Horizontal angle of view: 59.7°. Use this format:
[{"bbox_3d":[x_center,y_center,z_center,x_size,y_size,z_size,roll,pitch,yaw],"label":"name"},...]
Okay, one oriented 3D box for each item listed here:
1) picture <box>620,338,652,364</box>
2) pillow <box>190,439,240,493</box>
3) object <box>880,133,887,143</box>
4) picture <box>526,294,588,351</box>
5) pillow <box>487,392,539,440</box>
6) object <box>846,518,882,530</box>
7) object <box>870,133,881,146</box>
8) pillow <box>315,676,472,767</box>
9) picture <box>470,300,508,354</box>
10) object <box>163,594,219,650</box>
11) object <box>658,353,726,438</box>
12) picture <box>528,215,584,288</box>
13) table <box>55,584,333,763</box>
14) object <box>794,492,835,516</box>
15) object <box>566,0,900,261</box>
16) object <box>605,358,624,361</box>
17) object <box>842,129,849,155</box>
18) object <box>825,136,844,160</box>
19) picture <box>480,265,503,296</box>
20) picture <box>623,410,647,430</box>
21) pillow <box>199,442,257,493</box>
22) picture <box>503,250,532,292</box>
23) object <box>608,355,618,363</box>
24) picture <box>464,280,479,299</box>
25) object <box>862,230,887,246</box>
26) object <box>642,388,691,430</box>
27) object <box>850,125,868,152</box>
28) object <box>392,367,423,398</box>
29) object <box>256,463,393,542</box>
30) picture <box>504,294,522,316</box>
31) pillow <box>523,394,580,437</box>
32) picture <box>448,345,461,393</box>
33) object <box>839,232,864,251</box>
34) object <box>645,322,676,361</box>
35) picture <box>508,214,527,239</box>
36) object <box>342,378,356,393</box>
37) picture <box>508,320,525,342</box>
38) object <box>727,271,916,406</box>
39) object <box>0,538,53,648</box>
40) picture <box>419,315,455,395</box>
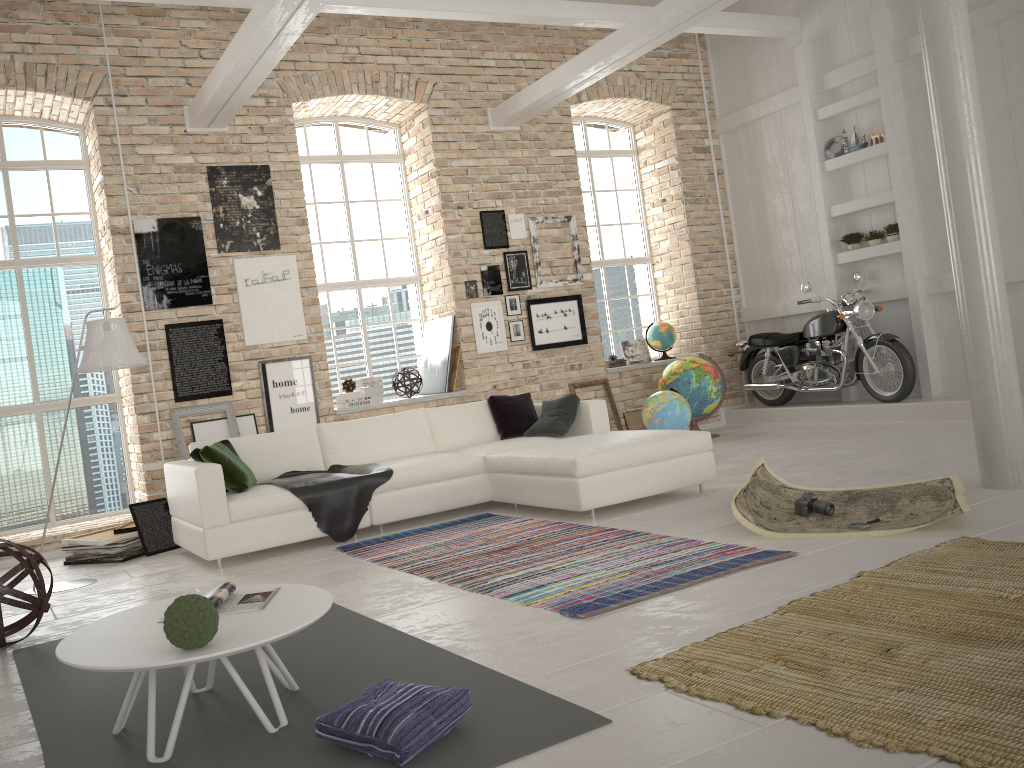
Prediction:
[{"bbox_3d":[1.483,-0.384,10.657,0.372,0.292,0.071,-8,0,-27],"label":"picture"},{"bbox_3d":[-2.059,0.588,6.344,0.326,0.365,0.395,-8,1,16],"label":"pillow"},{"bbox_3d":[3.642,-2.391,8.669,0.111,0.088,0.102,-8,1,12],"label":"object"},{"bbox_3d":[0.474,-0.650,9.395,0.676,0.535,0.033,-8,0,-27],"label":"picture"},{"bbox_3d":[0.031,0.266,7.463,0.404,0.390,0.255,-8,1,-27],"label":"pillow"},{"bbox_3d":[1.787,0.697,4.468,0.214,0.019,0.103,-9,2,-32],"label":"object"},{"bbox_3d":[3.578,-2.400,8.773,0.103,0.120,0.110,-8,1,-12],"label":"object"},{"bbox_3d":[-0.346,0.993,2.624,0.378,0.164,0.331,-7,1,37],"label":"pillow"},{"bbox_3d":[-0.229,-0.580,9.044,0.347,0.514,0.014,-8,0,-27],"label":"picture"},{"bbox_3d":[-0.954,0.709,2.656,0.175,0.164,0.150,-7,1,37],"label":"object"},{"bbox_3d":[1.900,0.147,9.423,0.698,0.924,0.612,-7,1,36],"label":"object"},{"bbox_3d":[0.467,-1.405,9.441,0.572,0.749,0.027,-8,0,-26],"label":"picture"},{"bbox_3d":[-1.031,0.961,2.998,0.884,0.342,0.938,-8,1,-15],"label":"table"},{"bbox_3d":[1.657,0.655,4.870,0.141,0.124,0.178,-8,1,-29],"label":"object"},{"bbox_3d":[1.064,-1.576,3.964,9.590,4.797,12.514,-8,1,-29],"label":"object"},{"bbox_3d":[1.125,-0.264,10.000,0.202,0.021,0.168,-9,2,-29],"label":"object"},{"bbox_3d":[3.387,-2.458,9.059,0.070,0.267,0.065,-8,0,15],"label":"object"},{"bbox_3d":[3.337,-2.435,9.190,0.066,0.229,0.249,-8,1,-39],"label":"object"},{"bbox_3d":[-0.208,-1.056,9.090,0.218,0.306,0.015,-8,0,-27],"label":"picture"},{"bbox_3d":[1.367,0.469,9.741,0.253,0.351,0.101,-8,0,-27],"label":"picture"},{"bbox_3d":[-1.933,0.562,6.078,0.303,0.343,0.419,-8,1,-5],"label":"pillow"},{"bbox_3d":[0.061,-1.171,9.224,0.277,0.409,0.011,-8,0,-27],"label":"picture"},{"bbox_3d":[1.142,-0.285,10.031,0.097,0.090,0.464,-8,1,10],"label":"object"},{"bbox_3d":[-0.408,-0.953,8.985,0.128,0.178,0.009,-8,0,-21],"label":"picture"},{"bbox_3d":[3.619,-1.456,8.890,0.217,0.158,0.238,-9,1,-37],"label":"object"},{"bbox_3d":[1.456,0.358,8.354,0.461,0.631,0.434,-8,0,11],"label":"object"},{"bbox_3d":[3.452,-2.460,8.895,0.062,0.261,0.241,-8,1,-18],"label":"object"},{"bbox_3d":[-1.032,-0.012,8.790,0.286,0.307,0.326,-8,1,-38],"label":"object"},{"bbox_3d":[-1.336,0.848,6.334,0.845,0.464,0.820,-8,1,-31],"label":"object"},{"bbox_3d":[0.012,-0.811,9.185,0.167,0.213,0.012,-8,0,-27],"label":"picture"},{"bbox_3d":[0.318,0.253,7.117,0.319,0.305,0.443,-8,1,-39],"label":"pillow"},{"bbox_3d":[-0.634,-0.139,8.994,0.163,0.460,0.383,-8,1,-31],"label":"picture"},{"bbox_3d":[3.473,-1.452,9.090,0.244,0.180,0.238,-7,1,31],"label":"object"},{"bbox_3d":[1.749,-0.503,10.381,0.314,0.465,0.345,-8,1,-24],"label":"object"},{"bbox_3d":[0.055,-1.637,9.262,0.184,0.259,0.013,-8,0,-27],"label":"picture"},{"bbox_3d":[-1.569,0.016,8.583,0.142,0.137,0.143,-8,1,-2],"label":"object"},{"bbox_3d":[0.049,-0.545,9.185,0.167,0.213,0.012,-8,0,-27],"label":"picture"},{"bbox_3d":[3.151,-0.430,9.276,0.765,1.328,2.302,-8,1,-35],"label":"object"},{"bbox_3d":[-2.568,1.037,4.433,0.581,0.543,0.503,-7,1,37],"label":"object"},{"bbox_3d":[-0.767,-0.284,9.122,0.232,0.763,0.621,-8,0,-31],"label":"picture"}]
